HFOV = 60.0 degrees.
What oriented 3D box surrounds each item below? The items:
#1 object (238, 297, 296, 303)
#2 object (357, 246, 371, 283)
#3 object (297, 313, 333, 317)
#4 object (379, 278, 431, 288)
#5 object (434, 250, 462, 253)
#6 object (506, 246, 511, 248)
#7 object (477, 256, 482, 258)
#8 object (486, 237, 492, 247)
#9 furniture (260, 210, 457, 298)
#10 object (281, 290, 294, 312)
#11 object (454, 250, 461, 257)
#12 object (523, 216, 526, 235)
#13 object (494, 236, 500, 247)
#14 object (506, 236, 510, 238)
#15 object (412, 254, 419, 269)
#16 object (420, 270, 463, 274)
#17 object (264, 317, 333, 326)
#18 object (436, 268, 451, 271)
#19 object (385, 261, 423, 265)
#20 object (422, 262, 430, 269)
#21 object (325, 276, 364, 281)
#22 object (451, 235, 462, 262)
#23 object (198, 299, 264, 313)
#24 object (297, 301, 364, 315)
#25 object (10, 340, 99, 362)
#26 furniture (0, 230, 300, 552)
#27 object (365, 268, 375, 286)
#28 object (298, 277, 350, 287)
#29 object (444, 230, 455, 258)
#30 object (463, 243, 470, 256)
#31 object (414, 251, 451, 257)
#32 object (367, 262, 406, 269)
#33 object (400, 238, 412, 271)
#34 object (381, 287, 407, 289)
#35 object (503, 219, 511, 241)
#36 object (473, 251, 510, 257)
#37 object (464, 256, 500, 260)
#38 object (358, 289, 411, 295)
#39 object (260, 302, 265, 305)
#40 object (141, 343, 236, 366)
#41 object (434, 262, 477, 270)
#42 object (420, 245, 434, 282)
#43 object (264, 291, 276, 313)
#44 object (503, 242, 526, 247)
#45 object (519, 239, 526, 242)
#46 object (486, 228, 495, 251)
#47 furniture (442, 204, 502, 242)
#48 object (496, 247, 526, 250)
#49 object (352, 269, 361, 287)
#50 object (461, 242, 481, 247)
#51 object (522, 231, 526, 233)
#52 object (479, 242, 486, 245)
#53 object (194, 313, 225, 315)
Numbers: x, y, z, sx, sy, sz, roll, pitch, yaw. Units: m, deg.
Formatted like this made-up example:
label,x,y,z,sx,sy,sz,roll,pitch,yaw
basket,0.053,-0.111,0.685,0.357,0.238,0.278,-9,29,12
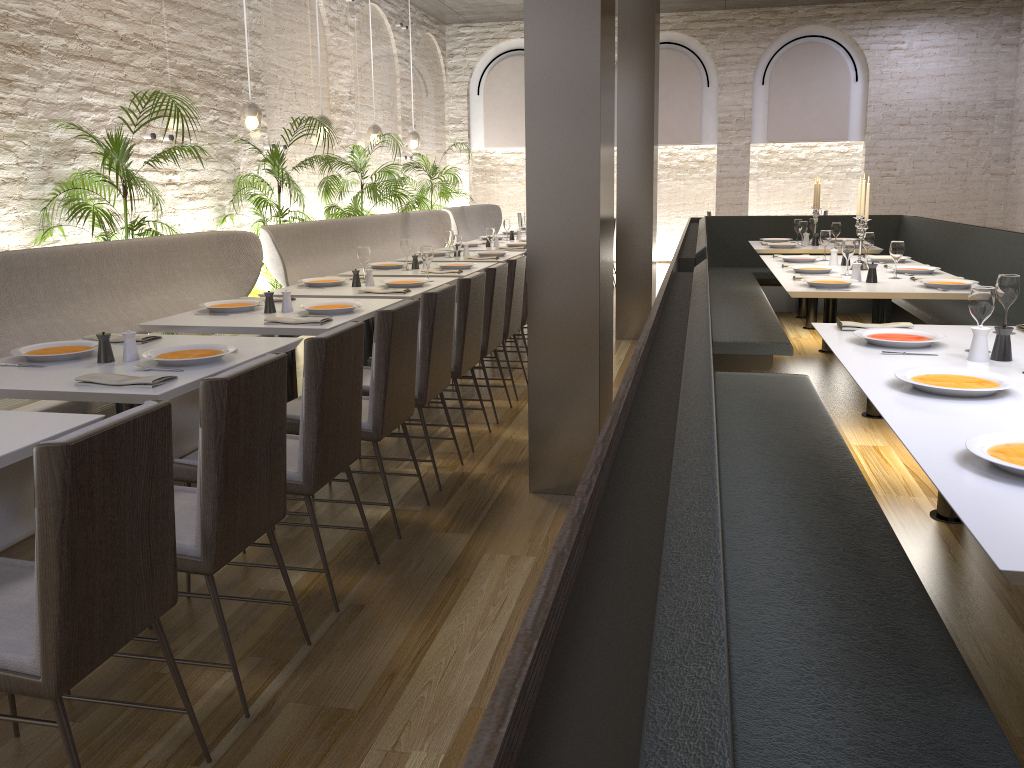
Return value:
label,x,y,z,sx,sy,sz,roll,pitch,yaw
object,-1.332,-0.459,4.821,0.273,0.033,0.144,2,13,12
object,-0.945,-0.763,5.673,0.086,0.229,0.087,-8,13,-35
object,-0.938,-0.326,4.207,0.181,0.015,0.038,2,13,13
object,-0.659,-0.621,5.471,0.323,0.036,0.323,-12,17,-41
object,-0.612,-1.215,8.147,0.273,0.033,0.144,2,13,12
object,0.025,-1.339,8.660,0.181,0.015,0.038,2,13,13
object,-0.219,-1.083,7.533,0.181,0.015,0.038,2,13,13
object,-0.233,-1.420,8.824,0.059,0.108,0.060,0,11,4
furniture,-1.083,-1.034,8.364,0.709,1.089,4.510,2,13,12
object,-1.118,-0.415,4.401,0.059,0.108,0.060,0,11,4
object,-0.477,-1.163,7.697,0.059,0.108,0.060,0,11,4
object,0.173,-1.940,10.845,0.087,0.229,0.086,9,14,41
object,-0.155,-1.427,8.853,0.059,0.108,0.060,0,11,4
object,-0.136,-1.716,10.348,0.273,0.033,0.144,2,13,12
object,-0.719,-0.909,6.580,0.059,0.108,0.060,0,11,4
object,-0.494,-0.790,6.246,0.273,0.033,0.144,2,13,12
object,-0.971,-0.288,4.037,0.273,0.033,0.144,2,13,12
object,-0.460,-0.828,6.416,0.181,0.015,0.038,2,13,13
object,-0.854,-0.961,7.029,0.273,0.033,0.144,2,13,12
object,-0.640,-0.917,6.610,0.059,0.108,0.060,0,11,4
object,-1.096,-0.707,5.910,0.273,0.033,0.144,2,13,12
object,-0.427,-1.038,6.863,0.086,0.229,0.086,3,11,18
object,-1.420,-0.391,4.494,0.322,0.036,0.324,-3,13,-10
object,-0.895,-0.373,4.381,0.322,0.036,0.324,-3,13,-10
object,-1.681,-0.118,3.291,0.322,0.036,0.324,-3,13,-10
furniture,-2.048,-0.019,3.902,0.709,1.089,4.510,2,13,12
object,-0.882,-0.663,5.491,0.059,0.108,0.060,3,12,20
object,-1.185,-0.639,5.584,0.323,0.036,0.323,-12,17,-41
object,-0.534,-1.195,7.572,0.086,0.229,0.087,-8,13,-35
object,-0.399,-1.171,7.727,0.059,0.108,0.060,0,11,4
object,-0.701,-1.148,7.820,0.322,0.036,0.324,-3,13,-10
object,-0.943,-0.894,6.703,0.322,0.036,0.324,-2,13,-5
object,-0.771,-0.947,6.479,0.087,0.229,0.086,-7,12,-29
object,-0.702,-0.574,5.297,0.181,0.015,0.038,2,13,13
object,-0.055,-1.700,9.790,0.087,0.229,0.086,9,14,41
object,-0.176,-1.130,7.707,0.322,0.036,0.324,-3,13,-10
object,-0.252,-1.045,7.363,0.273,0.033,0.144,2,13,12
object,-0.736,-0.536,5.126,0.273,0.033,0.144,2,13,12
object,-1.387,-0.423,4.667,0.181,0.015,0.038,2,13,13
object,-1.155,-0.100,3.178,0.322,0.036,0.324,-3,13,-10
object,-0.418,-0.876,6.590,0.322,0.036,0.324,-2,13,-5
object,-0.544,-0.773,5.693,0.086,0.229,0.087,-8,13,-35
object,-1.196,-0.407,4.372,0.059,0.108,0.060,0,11,4
object,0.068,-1.386,8.833,0.322,0.036,0.324,-3,13,-10
object,0.224,-1.545,9.565,0.273,0.033,0.144,2,13,12
object,-0.191,-1.286,7.955,0.086,0.229,0.087,-8,13,-35
furniture,-0.318,-1.838,11.900,0.707,1.089,2.604,2,13,12
object,-0.008,-1.301,8.489,0.273,0.033,0.144,2,13,12
object,-0.961,-0.655,5.461,0.059,0.108,0.060,3,12,20
object,-0.458,-1.404,8.946,0.322,0.036,0.324,-3,13,-10
object,0.093,-1.957,11.409,0.273,0.033,0.144,2,13,12
object,-0.369,-1.471,9.273,0.273,0.033,0.144,2,13,12
object,-1.463,-0.341,4.320,0.185,0.010,0.017,2,12,12
